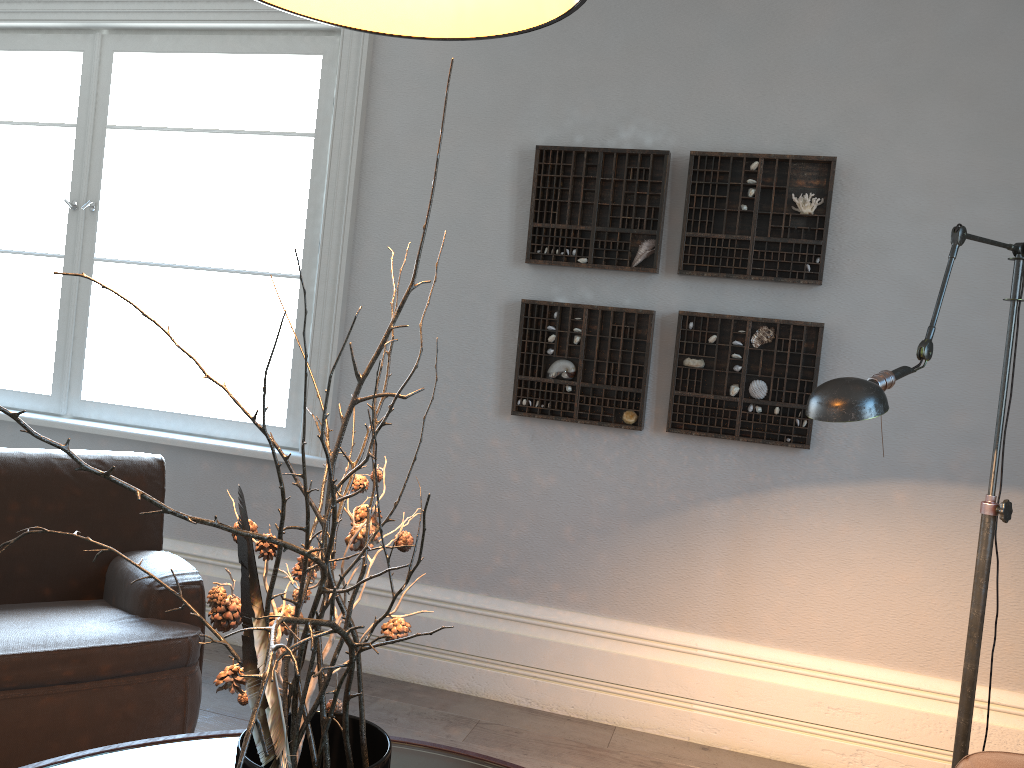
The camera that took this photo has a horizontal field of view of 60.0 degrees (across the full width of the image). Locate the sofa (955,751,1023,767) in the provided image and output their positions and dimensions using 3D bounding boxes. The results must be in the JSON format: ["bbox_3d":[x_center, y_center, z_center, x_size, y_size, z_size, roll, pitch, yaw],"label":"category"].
[{"bbox_3d":[0.893,0.896,0.711,0.969,0.824,2.165,6,2,15],"label":"sofa"}]

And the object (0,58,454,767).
[{"bbox_3d":[-0.310,0.150,0.941,0.525,1.066,0.853,6,2,-14],"label":"object"}]

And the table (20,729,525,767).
[{"bbox_3d":[-0.303,0.933,1.044,1.300,0.503,1.300,6,2,8],"label":"table"}]

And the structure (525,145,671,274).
[{"bbox_3d":[0.299,-0.611,3.108,0.468,0.416,0.099,6,1,15],"label":"structure"}]

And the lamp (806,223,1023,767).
[{"bbox_3d":[1.361,0.500,2.130,1.863,1.644,0.797,5,2,-37],"label":"lamp"}]

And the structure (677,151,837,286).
[{"bbox_3d":[0.808,-0.554,2.945,0.468,0.416,0.105,6,1,15],"label":"structure"}]

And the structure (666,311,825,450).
[{"bbox_3d":[0.773,-0.018,2.961,0.468,0.416,0.086,6,1,15],"label":"structure"}]

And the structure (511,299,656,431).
[{"bbox_3d":[0.245,-0.071,3.105,0.468,0.416,0.086,6,1,15],"label":"structure"}]

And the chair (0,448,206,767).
[{"bbox_3d":[-1.318,0.626,2.409,0.807,0.795,0.970,5,2,-34],"label":"chair"}]

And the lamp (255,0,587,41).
[{"bbox_3d":[-0.098,-1.017,0.995,0.504,1.075,0.504,5,2,-27],"label":"lamp"}]
